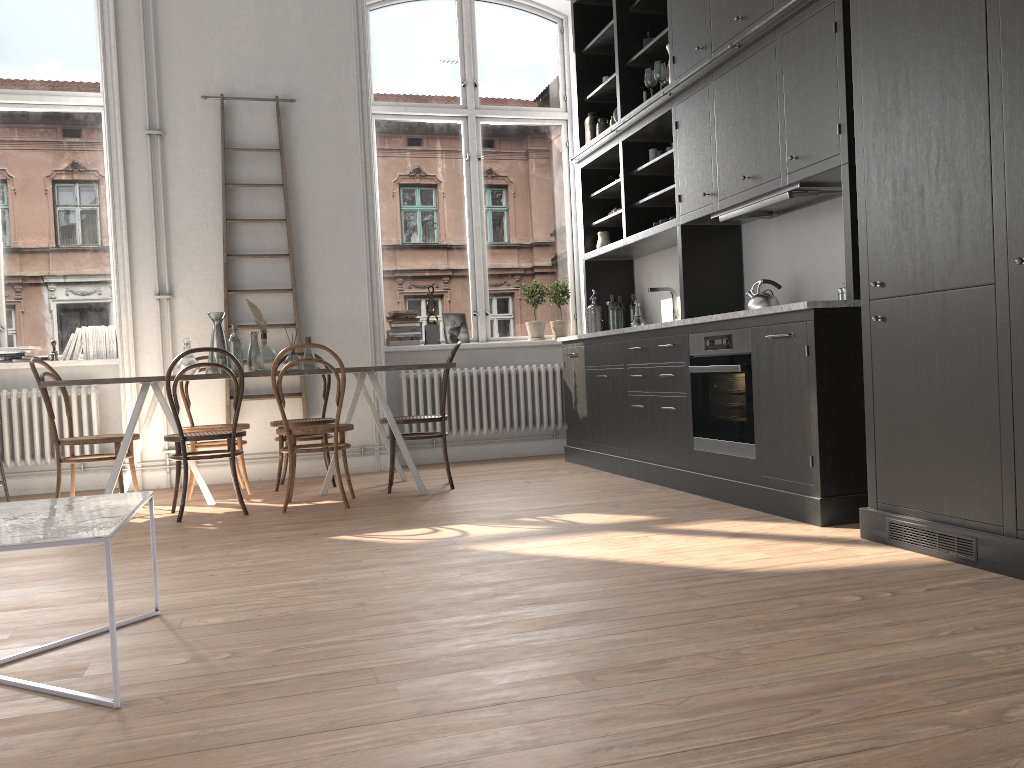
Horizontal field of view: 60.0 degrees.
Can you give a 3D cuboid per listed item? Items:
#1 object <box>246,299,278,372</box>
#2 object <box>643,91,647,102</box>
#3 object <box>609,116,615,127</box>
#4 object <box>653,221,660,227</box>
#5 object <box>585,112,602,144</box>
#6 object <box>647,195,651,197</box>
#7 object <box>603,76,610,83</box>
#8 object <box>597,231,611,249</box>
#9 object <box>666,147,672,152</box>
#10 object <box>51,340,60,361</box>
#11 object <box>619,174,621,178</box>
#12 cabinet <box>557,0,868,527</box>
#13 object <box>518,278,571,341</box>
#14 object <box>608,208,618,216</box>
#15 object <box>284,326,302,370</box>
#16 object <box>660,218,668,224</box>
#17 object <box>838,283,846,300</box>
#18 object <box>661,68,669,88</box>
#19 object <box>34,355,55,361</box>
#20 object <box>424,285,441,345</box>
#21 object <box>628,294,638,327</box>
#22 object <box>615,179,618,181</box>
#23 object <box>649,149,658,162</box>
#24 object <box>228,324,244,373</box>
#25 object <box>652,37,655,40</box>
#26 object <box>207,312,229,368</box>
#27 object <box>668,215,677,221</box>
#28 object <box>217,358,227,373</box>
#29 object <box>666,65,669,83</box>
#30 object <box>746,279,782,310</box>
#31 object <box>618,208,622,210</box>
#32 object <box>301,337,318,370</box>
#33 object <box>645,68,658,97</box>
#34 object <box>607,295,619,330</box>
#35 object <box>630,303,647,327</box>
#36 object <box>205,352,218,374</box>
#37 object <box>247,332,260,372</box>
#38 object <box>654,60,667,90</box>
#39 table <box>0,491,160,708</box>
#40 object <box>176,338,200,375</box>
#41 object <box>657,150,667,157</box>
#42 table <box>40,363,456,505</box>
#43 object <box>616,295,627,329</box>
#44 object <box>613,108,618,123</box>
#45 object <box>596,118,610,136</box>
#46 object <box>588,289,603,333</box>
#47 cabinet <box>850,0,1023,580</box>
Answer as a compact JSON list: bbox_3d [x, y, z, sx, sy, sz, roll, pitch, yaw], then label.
[{"bbox_3d":[-1.504,-0.294,5.375,0.157,0.446,0.157,-3,1,2],"label":"object"},{"bbox_3d":[0.892,-1.878,5.929,0.123,0.161,0.123,-3,1,-7],"label":"object"},{"bbox_3d":[0.760,-1.875,6.466,0.096,0.150,0.096,-3,1,-27],"label":"object"},{"bbox_3d":[0.958,-1.026,5.741,0.088,0.059,0.104,-3,1,-27],"label":"object"},{"bbox_3d":[0.619,-1.916,6.680,0.118,0.238,0.118,-4,2,-31],"label":"object"},{"bbox_3d":[-1.837,-0.203,5.772,5.826,1.843,0.792,-3,1,-11],"label":"object"},{"bbox_3d":[0.718,-2.246,6.707,0.059,0.135,0.082,-2,1,12],"label":"object"},{"bbox_3d":[0.700,-1.072,6.695,0.127,0.144,0.115,-4,2,-37],"label":"object"},{"bbox_3d":[1.057,-1.517,5.957,0.082,0.135,0.059,-3,1,12],"label":"object"},{"bbox_3d":[-3.295,-0.241,6.384,0.088,0.153,0.048,-2,2,44],"label":"object"},{"bbox_3d":[0.805,-1.478,6.390,0.064,0.069,0.064,-2,1,32],"label":"object"},{"bbox_3d":[1.051,-1.206,5.308,0.635,3.584,3.250,-3,1,-16],"label":"cabinet"},{"bbox_3d":[0.289,-0.627,7.471,0.500,0.524,0.234,-3,1,-27],"label":"object"},{"bbox_3d":[0.785,-1.280,6.702,0.140,0.100,0.125,-4,1,-35],"label":"object"},{"bbox_3d":[-1.359,-0.222,5.499,0.107,0.283,0.107,-3,1,-21],"label":"object"},{"bbox_3d":[0.982,-1.025,5.631,0.088,0.059,0.104,-4,1,-37],"label":"object"},{"bbox_3d":[1.603,-0.431,4.282,0.040,0.116,0.080,-3,1,-11],"label":"object"},{"bbox_3d":[0.996,-1.910,5.691,0.083,0.221,0.083,-3,1,-24],"label":"object"},{"bbox_3d":[-3.390,-0.185,6.416,0.088,0.048,0.153,-2,1,24],"label":"object"},{"bbox_3d":[-0.655,-0.559,7.198,0.122,0.488,0.102,-3,1,8],"label":"object"},{"bbox_3d":[0.922,-0.532,6.715,0.086,0.301,0.086,-2,2,30],"label":"object"},{"bbox_3d":[0.788,-1.468,6.472,0.071,0.047,0.071,-2,1,22],"label":"object"},{"bbox_3d":[0.962,-1.512,5.986,0.059,0.135,0.082,-2,2,42],"label":"object"},{"bbox_3d":[-1.689,-0.214,5.415,0.086,0.301,0.086,-4,2,-30],"label":"object"},{"bbox_3d":[0.940,-2.237,5.882,0.053,0.125,0.041,-2,2,41],"label":"object"},{"bbox_3d":[-1.816,-0.250,5.494,0.116,0.383,0.116,-3,1,-5],"label":"object"},{"bbox_3d":[1.030,-1.026,5.540,0.104,0.059,0.088,-3,1,-7],"label":"object"},{"bbox_3d":[-1.733,-0.106,5.304,0.058,0.094,0.058,-2,1,12],"label":"object"},{"bbox_3d":[1.019,-1.910,5.612,0.083,0.221,0.083,-3,1,-17],"label":"object"},{"bbox_3d":[1.349,-0.469,4.760,0.171,0.186,0.171,-3,1,-5],"label":"object"},{"bbox_3d":[0.801,-1.283,6.542,0.055,0.047,0.058,-3,1,-1],"label":"object"},{"bbox_3d":[-1.282,-0.192,5.600,0.101,0.212,0.101,-2,1,23],"label":"object"},{"bbox_3d":[0.892,-1.905,5.679,0.083,0.221,0.083,-2,1,16],"label":"object"},{"bbox_3d":[0.761,-0.523,6.698,0.086,0.301,0.086,-4,2,-30],"label":"object"},{"bbox_3d":[0.939,-0.491,6.589,0.132,0.219,0.120,-3,1,-16],"label":"object"},{"bbox_3d":[-1.819,-0.135,5.377,0.083,0.158,0.083,-3,1,-20],"label":"object"},{"bbox_3d":[-1.599,-0.196,5.516,0.098,0.255,0.100,-4,2,-39],"label":"object"},{"bbox_3d":[0.931,-1.904,5.553,0.083,0.221,0.083,-2,2,31],"label":"object"},{"bbox_3d":[-1.420,0.556,2.292,0.849,0.392,0.849,-3,1,-16],"label":"table"},{"bbox_3d":[-1.909,-0.159,5.219,0.132,0.219,0.132,-3,1,-27],"label":"object"},{"bbox_3d":[0.990,-1.491,5.873,0.082,0.093,0.140,-2,1,39],"label":"object"},{"bbox_3d":[-1.516,0.319,5.424,2.200,0.780,1.100,-3,1,-16],"label":"table"},{"bbox_3d":[0.832,-0.529,6.800,0.086,0.301,0.086,-3,1,-2],"label":"object"},{"bbox_3d":[0.762,-1.974,6.138,0.134,0.358,0.134,-2,2,29],"label":"object"},{"bbox_3d":[0.679,-1.875,6.549,0.114,0.155,0.114,-3,1,-12],"label":"object"},{"bbox_3d":[0.628,-0.544,6.726,0.109,0.349,0.109,-4,2,-35],"label":"object"},{"bbox_3d":[1.792,-0.595,2.844,0.633,2.372,1.401,-3,1,-16],"label":"cabinet"}]
